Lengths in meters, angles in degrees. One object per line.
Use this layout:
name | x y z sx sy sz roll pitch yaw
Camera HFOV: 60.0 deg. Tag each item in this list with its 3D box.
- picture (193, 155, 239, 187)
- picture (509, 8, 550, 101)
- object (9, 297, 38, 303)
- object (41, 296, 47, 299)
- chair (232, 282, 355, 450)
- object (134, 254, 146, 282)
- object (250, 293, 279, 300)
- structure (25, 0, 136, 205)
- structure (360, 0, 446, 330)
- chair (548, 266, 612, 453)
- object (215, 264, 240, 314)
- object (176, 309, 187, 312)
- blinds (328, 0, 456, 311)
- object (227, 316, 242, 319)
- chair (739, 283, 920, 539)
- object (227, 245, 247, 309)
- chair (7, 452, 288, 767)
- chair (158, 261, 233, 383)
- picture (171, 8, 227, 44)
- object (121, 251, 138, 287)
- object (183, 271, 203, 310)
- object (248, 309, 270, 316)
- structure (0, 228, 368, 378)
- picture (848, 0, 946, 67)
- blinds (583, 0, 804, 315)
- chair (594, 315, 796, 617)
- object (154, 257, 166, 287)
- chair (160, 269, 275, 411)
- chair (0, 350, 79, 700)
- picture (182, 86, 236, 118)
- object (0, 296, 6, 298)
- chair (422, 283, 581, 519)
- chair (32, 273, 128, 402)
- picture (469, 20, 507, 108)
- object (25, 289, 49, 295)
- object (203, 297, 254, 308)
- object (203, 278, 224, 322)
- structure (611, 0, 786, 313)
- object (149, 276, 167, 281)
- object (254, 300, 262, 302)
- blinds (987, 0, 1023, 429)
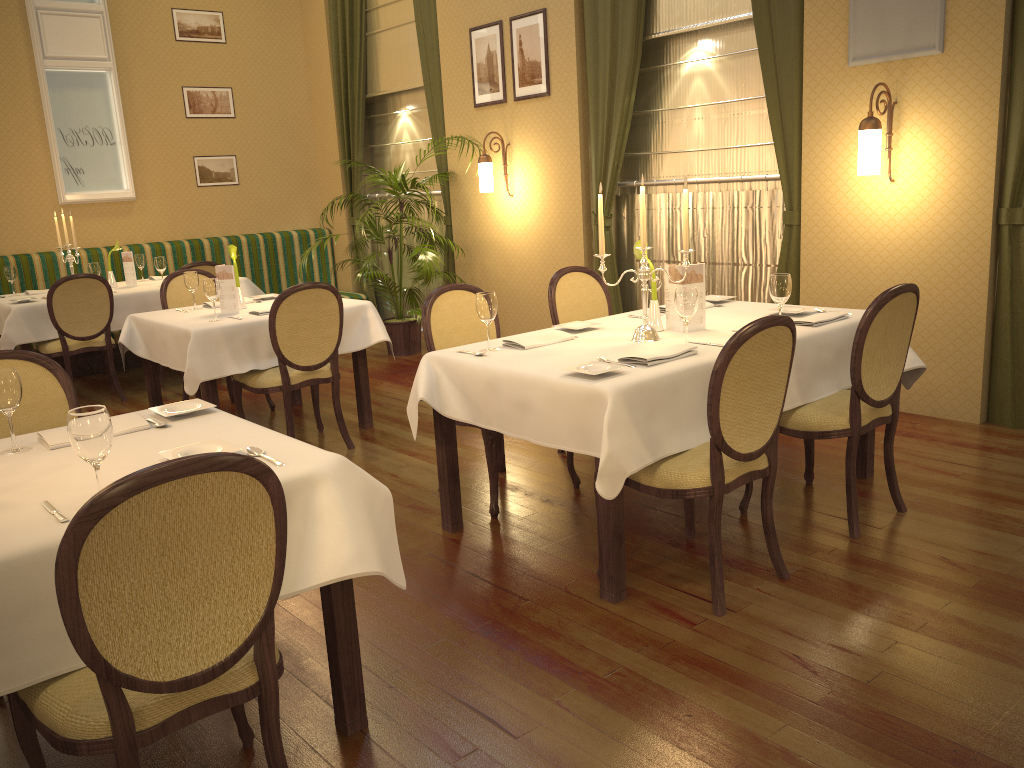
picture | -2.941 -2.123 8.832 0.437 0.294 0.008 -14 17 -38
picture | 0.131 -2.497 6.756 0.022 0.619 0.412 -14 17 -38
object | -3.505 -0.596 6.365 0.160 0.024 0.160 -14 17 -38
object | -3.418 -0.628 6.500 0.038 0.015 0.181 -13 16 -37
chair | -1.207 -0.095 4.887 0.530 0.955 0.571 -14 17 -38
object | -3.128 -0.980 7.478 0.088 0.229 0.088 -2 13 8
object | -1.571 -0.555 5.683 0.160 0.024 0.160 -14 17 -38
structure | -3.905 -3.126 7.846 0.670 2.985 0.200 -14 17 -38
structure | -1.075 -2.749 8.445 0.123 4.511 1.942 -14 17 -38
chair | 0.516 -0.112 4.517 0.530 0.955 0.571 -14 17 -38
object | -1.642 -0.540 5.078 0.081 0.277 0.166 -12 15 -32
object | -1.978 -0.440 5.317 0.017 0.010 0.185 -13 16 -37
blinds | -1.161 -2.739 8.370 0.225 4.537 1.934 -14 17 -39
object | -1.530 -0.367 4.883 0.017 0.010 0.185 -14 17 -38
chair | 1.280 0.064 3.553 0.530 0.955 0.571 -14 17 -38
object | -1.641 -0.639 5.281 0.076 0.375 0.163 -8 14 -17
chair | -0.753 0.566 1.891 0.530 0.955 0.571 -14 17 -38
chair | -2.480 -0.484 6.915 0.530 0.955 0.571 -14 17 -38
picture | -3.009 -3.445 8.537 0.504 0.294 0.008 -14 17 -38
object | -3.054 -0.916 7.079 0.081 0.277 0.166 -9 14 -23
object | -1.926 -0.564 5.351 0.088 0.229 0.088 -2 13 8
object | -1.343 -0.422 5.052 0.273 0.024 0.142 -14 17 -38
structure | -7.295 0.213 4.969 14.516 1.031 0.850 -14 17 -38
picture | 1.990 -2.084 4.597 0.027 0.769 0.512 -14 17 -38
blinds | 1.099 -2.268 5.730 0.129 4.537 1.878 -14 17 -38
chair | 0.639 0.222 3.029 0.530 0.955 0.571 -14 17 -38
object | -2.732 -0.874 6.914 0.088 0.229 0.088 -2 13 8
chair | -1.971 -0.270 5.852 0.530 0.955 0.571 -14 17 -38
chair | -1.517 0.390 2.856 0.530 0.955 0.571 -14 17 -38
picture | -2.968 -2.759 8.695 0.504 0.294 0.008 -14 17 -38
object | -3.941 -0.676 6.846 0.038 0.015 0.181 -13 16 -37
chair | -0.072 0.033 4.037 0.530 0.955 0.571 -14 17 -38
chair | -3.142 -0.330 6.416 0.530 0.955 0.571 -14 17 -38
picture | -0.198 -2.566 7.138 0.022 0.619 0.412 -14 17 -38
object | -3.672 -0.732 6.989 0.273 0.033 0.142 -14 17 -38
object | -1.756 -0.503 5.493 0.273 0.033 0.142 -14 17 -38
object | -1.614 -0.454 4.793 0.088 0.229 0.088 -2 13 8
structure | 1.186 -2.279 5.812 0.134 4.511 1.900 -14 17 -38
object | -2.958 -0.920 7.620 0.273 0.033 0.142 -14 17 -38
object | -1.619 -0.526 5.586 0.038 0.015 0.181 -13 16 -37
blinds | 2.986 -1.877 3.539 0.129 4.537 1.876 -14 17 -38
